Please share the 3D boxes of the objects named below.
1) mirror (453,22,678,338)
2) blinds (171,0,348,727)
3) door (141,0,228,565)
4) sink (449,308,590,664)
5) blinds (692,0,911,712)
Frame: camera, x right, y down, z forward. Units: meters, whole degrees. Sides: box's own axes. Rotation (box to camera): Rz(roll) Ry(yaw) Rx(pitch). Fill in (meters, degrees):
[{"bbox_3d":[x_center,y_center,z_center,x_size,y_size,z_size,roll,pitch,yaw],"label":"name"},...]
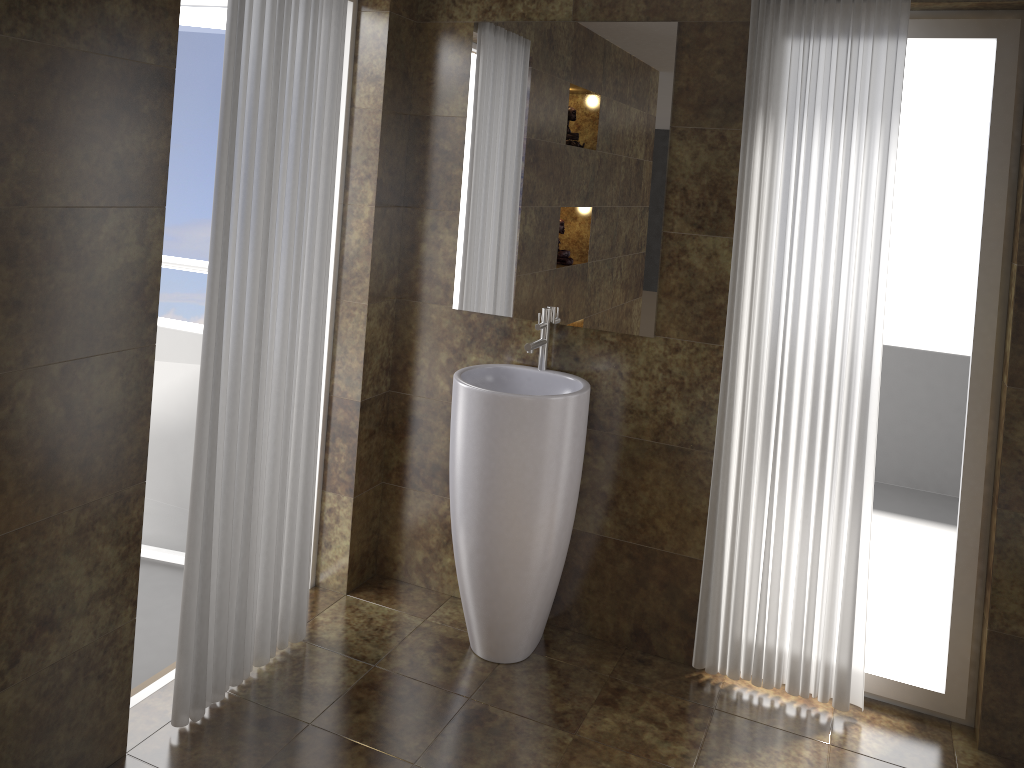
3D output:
[{"bbox_3d":[0.171,-0.754,3.084,0.775,1.071,0.008,6,1,23],"label":"mirror"},{"bbox_3d":[-0.713,-0.238,2.601,0.068,2.235,0.602,5,1,22],"label":"blinds"},{"bbox_3d":[-1.177,-0.393,3.318,0.966,2.186,0.040,5,1,13],"label":"door"},{"bbox_3d":[0.003,0.325,2.886,0.463,1.115,0.438,5,2,25],"label":"sink"},{"bbox_3d":[0.912,-0.149,2.718,0.523,2.223,0.067,5,1,23],"label":"blinds"}]
